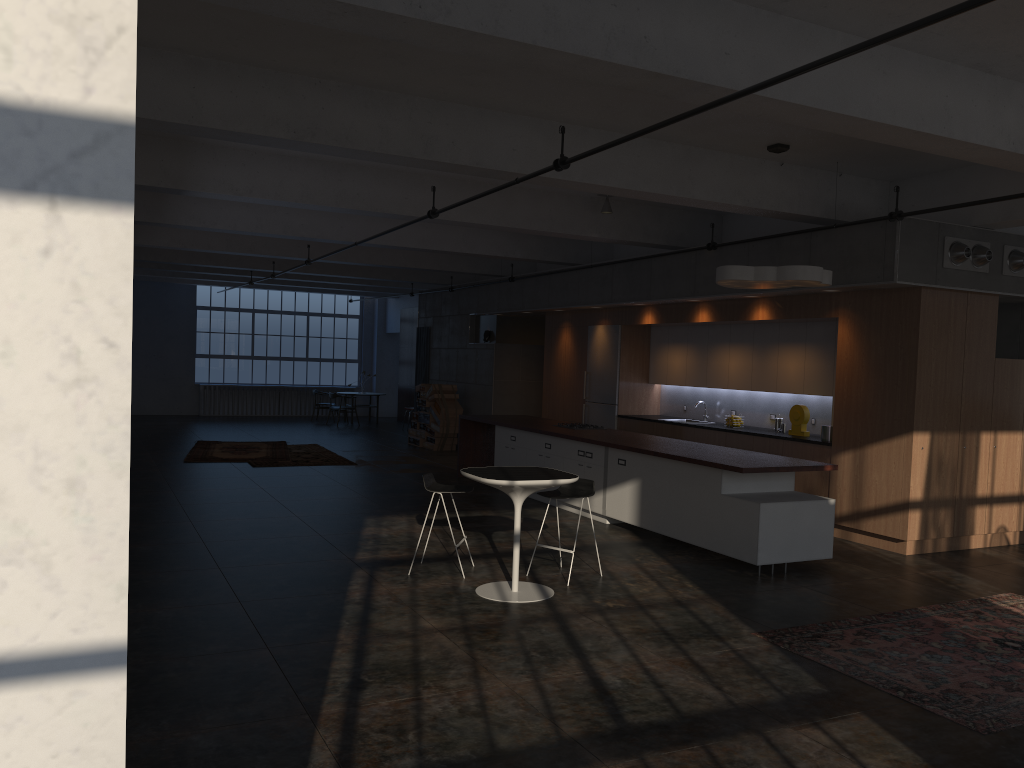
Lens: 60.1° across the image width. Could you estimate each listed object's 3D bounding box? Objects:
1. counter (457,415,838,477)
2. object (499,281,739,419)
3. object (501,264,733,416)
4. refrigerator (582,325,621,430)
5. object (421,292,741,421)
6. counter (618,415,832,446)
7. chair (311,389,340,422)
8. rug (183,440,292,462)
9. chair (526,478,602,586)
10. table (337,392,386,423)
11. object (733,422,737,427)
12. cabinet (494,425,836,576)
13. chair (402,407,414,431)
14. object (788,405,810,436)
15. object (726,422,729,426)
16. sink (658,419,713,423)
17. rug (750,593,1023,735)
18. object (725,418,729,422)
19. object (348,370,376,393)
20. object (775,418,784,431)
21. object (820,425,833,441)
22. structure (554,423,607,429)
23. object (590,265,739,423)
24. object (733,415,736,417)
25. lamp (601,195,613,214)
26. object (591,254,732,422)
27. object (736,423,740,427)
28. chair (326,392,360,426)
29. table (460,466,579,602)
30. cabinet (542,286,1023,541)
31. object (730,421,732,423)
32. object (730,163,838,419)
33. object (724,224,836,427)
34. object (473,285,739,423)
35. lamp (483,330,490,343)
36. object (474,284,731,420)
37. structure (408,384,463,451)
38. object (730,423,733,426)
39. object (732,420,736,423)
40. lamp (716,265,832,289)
[{"bbox_3d":[1.104,1.102,11.007,1.162,0.972,6.535,1,2,-26],"label":"counter"},{"bbox_3d":[3.021,0.455,11.928,0.064,0.051,0.052,1,2,-34],"label":"object"},{"bbox_3d":[3.006,0.449,12.062,0.059,0.060,0.051,2,2,8],"label":"object"},{"bbox_3d":[1.481,0.161,14.209,0.224,2.193,0.937,1,3,-29],"label":"refrigerator"},{"bbox_3d":[3.078,0.479,11.979,0.052,0.052,0.062,3,2,22],"label":"object"},{"bbox_3d":[3.323,0.603,12.172,1.635,0.039,4.379,1,2,-26],"label":"counter"},{"bbox_3d":[-5.056,0.588,24.022,0.673,0.865,0.727,2,2,0],"label":"chair"},{"bbox_3d":[-4.939,1.195,16.108,1.899,0.048,3.476,2,2,-17],"label":"rug"},{"bbox_3d":[0.463,1.266,7.570,0.454,0.896,0.515,4,3,40],"label":"chair"},{"bbox_3d":[-4.090,0.674,24.028,1.294,0.852,1.324,3,2,17],"label":"table"},{"bbox_3d":[2.998,0.545,11.922,0.051,0.057,0.060,2,2,10],"label":"object"},{"bbox_3d":[1.355,1.155,10.463,0.938,0.931,5.545,1,2,-26],"label":"cabinet"},{"bbox_3d":[-2.351,0.676,22.093,0.667,0.988,0.420,1,3,-27],"label":"chair"},{"bbox_3d":[3.499,0.442,10.790,0.101,0.381,0.269,1,3,-26],"label":"object"},{"bbox_3d":[3.129,-0.538,10.548,0.057,2.311,2.898,2,2,-7],"label":"object"},{"bbox_3d":[2.505,0.628,12.760,0.532,0.192,0.716,1,2,-26],"label":"sink"},{"bbox_3d":[3.327,1.782,6.032,2.935,0.029,1.821,1,2,-27],"label":"rug"},{"bbox_3d":[2.069,-0.644,12.687,2.362,2.230,0.054,4,3,39],"label":"object"},{"bbox_3d":[-4.054,-0.067,23.982,0.787,0.625,0.235,1,3,-25],"label":"object"},{"bbox_3d":[3.464,0.502,11.474,0.061,0.210,0.142,1,3,-26],"label":"object"},{"bbox_3d":[3.647,0.564,10.172,0.188,0.170,0.193,3,2,22],"label":"object"},{"bbox_3d":[0.913,0.580,11.908,0.521,0.072,0.628,1,2,-26],"label":"structure"},{"bbox_3d":[3.034,0.500,11.945,0.052,0.053,0.061,1,2,-20],"label":"object"},{"bbox_3d":[0.485,-0.810,16.016,0.060,2.166,9.705,0,2,-32],"label":"object"},{"bbox_3d":[1.203,-2.277,11.213,0.154,0.216,0.157,3,2,11],"label":"lamp"},{"bbox_3d":[2.983,0.494,11.967,0.050,0.053,0.064,3,2,11],"label":"object"},{"bbox_3d":[3.047,0.551,11.960,0.072,0.063,0.065,3,2,29],"label":"object"},{"bbox_3d":[-4.356,0.646,22.831,0.687,0.865,0.712,0,3,-40],"label":"chair"},{"bbox_3d":[0.040,1.176,6.989,0.843,0.952,0.814,1,2,-27],"label":"table"},{"bbox_3d":[3.362,0.165,12.988,2.421,2.564,7.959,1,2,-26],"label":"cabinet"},{"bbox_3d":[2.963,0.526,12.045,0.053,0.053,0.061,0,3,-45],"label":"object"},{"bbox_3d":[2.968,0.457,11.932,0.057,0.060,0.052,2,2,-4],"label":"object"},{"bbox_3d":[1.709,0.795,18.316,0.960,1.215,13.025,1,2,-15],"label":"object"},{"bbox_3d":[3.046,0.512,12.014,0.062,0.053,0.052,3,2,16],"label":"object"},{"bbox_3d":[-0.477,-0.918,17.234,0.167,0.259,0.216,4,3,45],"label":"lamp"},{"bbox_3d":[1.101,-0.735,14.676,0.054,2.171,6.727,0,2,-34],"label":"object"},{"bbox_3d":[-1.606,0.636,18.086,0.649,1.316,1.878,1,2,-26],"label":"structure"},{"bbox_3d":[2.957,0.549,11.961,0.062,0.053,0.052,0,3,-39],"label":"object"},{"bbox_3d":[1.847,-0.778,17.555,0.062,2.212,11.693,1,2,-12],"label":"object"},{"bbox_3d":[2.536,-1.026,8.580,1.065,0.130,1.020,3,2,20],"label":"lamp"}]
